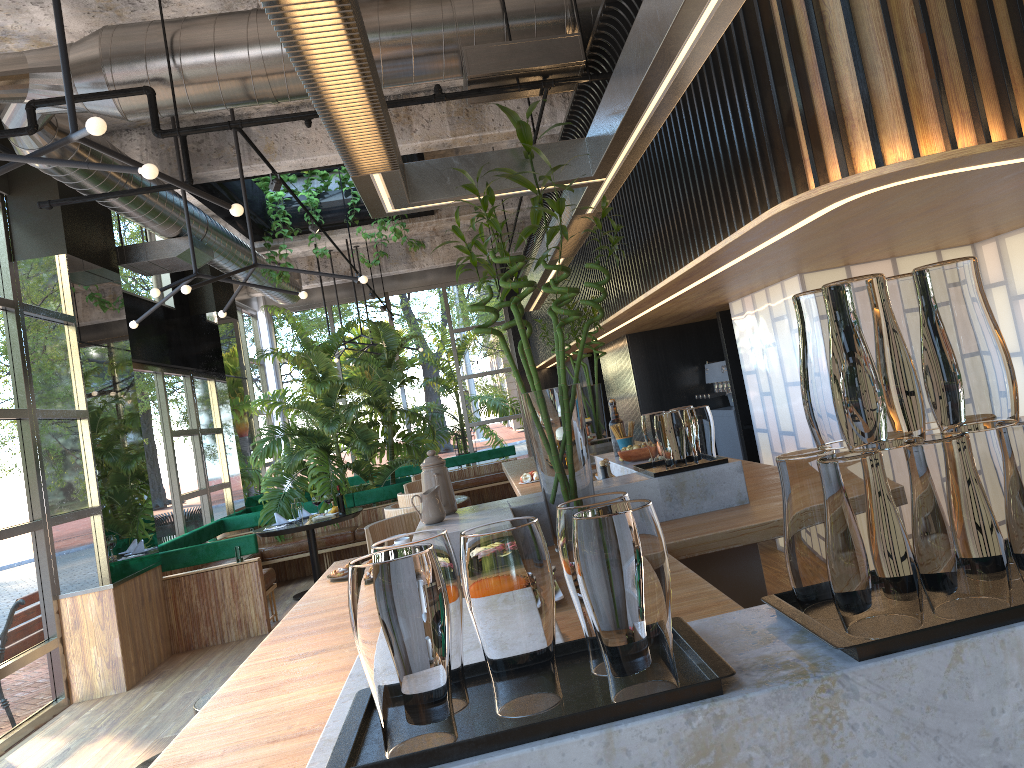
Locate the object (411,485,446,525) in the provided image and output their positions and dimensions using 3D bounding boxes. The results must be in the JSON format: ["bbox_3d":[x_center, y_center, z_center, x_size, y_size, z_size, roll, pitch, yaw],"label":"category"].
[{"bbox_3d":[-0.277,0.407,2.974,0.100,0.120,0.087,-10,-3,3],"label":"object"}]

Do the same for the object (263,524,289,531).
[{"bbox_3d":[-2.353,1.432,8.898,0.259,0.019,0.155,-10,-1,-7],"label":"object"}]

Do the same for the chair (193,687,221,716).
[{"bbox_3d":[-0.878,1.451,3.206,0.526,0.699,0.502,-10,-4,-10],"label":"chair"}]

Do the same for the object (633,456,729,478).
[{"bbox_3d":[0.620,0.299,3.308,0.276,0.019,0.430,-10,-1,-5],"label":"object"}]

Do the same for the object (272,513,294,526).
[{"bbox_3d":[-2.364,1.384,9.158,0.242,0.139,0.223,-10,-2,-22],"label":"object"}]

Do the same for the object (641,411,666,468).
[{"bbox_3d":[0.563,0.215,3.424,0.100,0.210,0.111,-13,-5,39],"label":"object"}]

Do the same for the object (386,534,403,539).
[{"bbox_3d":[-0.524,0.637,3.306,0.174,0.073,0.434,-12,-2,31],"label":"object"}]

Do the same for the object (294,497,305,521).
[{"bbox_3d":[-2.175,1.288,9.093,0.096,0.246,0.088,-8,-5,-23],"label":"object"}]

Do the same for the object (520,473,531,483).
[{"bbox_3d":[0.082,0.575,5.454,0.062,0.059,0.072,-10,-3,-15],"label":"object"}]

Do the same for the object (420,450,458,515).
[{"bbox_3d":[-0.275,0.353,3.178,0.124,0.235,0.203,-7,-4,-37],"label":"object"}]

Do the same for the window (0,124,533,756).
[{"bbox_3d":[-1.749,-1.298,5.133,4.195,6.515,20.039,-10,-2,-3],"label":"window"}]

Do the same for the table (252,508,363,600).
[{"bbox_3d":[-2.031,1.769,9.123,1.157,0.753,1.040,-9,-3,-37],"label":"table"}]

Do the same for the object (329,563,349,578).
[{"bbox_3d":[-0.553,0.650,3.160,0.154,0.053,0.161,-12,-2,39],"label":"object"}]

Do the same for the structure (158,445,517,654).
[{"bbox_3d":[-0.216,0.939,5.109,6.111,1.554,19.793,-10,-1,-3],"label":"structure"}]

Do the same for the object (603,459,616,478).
[{"bbox_3d":[0.392,0.402,3.548,0.074,0.211,0.067,-7,-6,-38],"label":"object"}]

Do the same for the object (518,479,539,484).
[{"bbox_3d":[0.123,0.595,5.464,0.116,0.005,0.126,-11,-1,34],"label":"object"}]

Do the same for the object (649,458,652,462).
[{"bbox_3d":[0.618,0.261,3.699,0.085,0.107,0.161,-13,-3,41],"label":"object"}]

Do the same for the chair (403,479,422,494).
[{"bbox_3d":[-0.419,1.146,6.327,0.573,0.972,0.519,-8,-4,-31],"label":"chair"}]

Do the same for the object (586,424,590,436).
[{"bbox_3d":[0.494,0.343,6.424,0.085,0.107,0.161,-13,-3,41],"label":"object"}]

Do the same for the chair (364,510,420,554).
[{"bbox_3d":[-0.313,1.076,4.027,0.518,0.972,0.575,-14,-5,41],"label":"chair"}]

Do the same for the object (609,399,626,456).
[{"bbox_3d":[0.511,0.209,4.318,0.071,0.277,0.078,-13,-5,30],"label":"object"}]

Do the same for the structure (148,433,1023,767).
[{"bbox_3d":[2.176,0.387,4.610,5.930,1.736,7.009,-10,-1,-5],"label":"structure"}]

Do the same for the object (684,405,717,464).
[{"bbox_3d":[0.684,0.188,3.204,0.100,0.210,0.111,-13,-5,39],"label":"object"}]

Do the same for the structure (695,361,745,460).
[{"bbox_3d":[2.221,0.531,8.679,0.557,1.599,0.825,-10,-4,-5],"label":"structure"}]

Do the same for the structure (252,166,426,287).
[{"bbox_3d":[-1.924,-2.005,10.422,2.093,1.521,1.461,-11,-3,23],"label":"structure"}]

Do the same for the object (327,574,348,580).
[{"bbox_3d":[-0.554,0.670,3.165,0.196,0.013,0.215,-11,-1,30],"label":"object"}]

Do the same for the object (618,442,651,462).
[{"bbox_3d":[0.552,0.295,3.894,0.190,0.073,0.230,-11,-2,15],"label":"object"}]

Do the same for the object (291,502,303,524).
[{"bbox_3d":[-2.157,1.299,8.927,0.101,0.210,0.110,-12,-5,29],"label":"object"}]

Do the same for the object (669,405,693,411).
[{"bbox_3d":[0.676,0.195,3.449,0.100,0.210,0.111,-13,-5,39],"label":"object"}]

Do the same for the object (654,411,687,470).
[{"bbox_3d":[0.576,0.208,3.199,0.100,0.210,0.111,-13,-5,39],"label":"object"}]

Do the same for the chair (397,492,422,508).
[{"bbox_3d":[-0.368,1.121,5.591,0.531,0.972,0.561,-11,-4,18],"label":"chair"}]

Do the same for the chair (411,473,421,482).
[{"bbox_3d":[-0.454,1.170,7.125,0.545,0.972,0.548,-11,-4,4],"label":"chair"}]

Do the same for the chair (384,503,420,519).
[{"bbox_3d":[-0.335,1.097,4.788,0.576,0.972,0.517,-6,-5,-45],"label":"chair"}]

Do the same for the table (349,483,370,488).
[{"bbox_3d":[-2.209,1.886,13.010,1.148,0.753,1.049,-9,-3,-26],"label":"table"}]

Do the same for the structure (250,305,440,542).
[{"bbox_3d":[-2.200,0.544,11.559,2.520,3.447,2.565,-9,-4,-21],"label":"structure"}]

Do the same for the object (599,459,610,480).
[{"bbox_3d":[0.385,0.399,3.475,0.068,0.215,0.168,-12,-4,21],"label":"object"}]

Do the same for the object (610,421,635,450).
[{"bbox_3d":[0.524,0.261,4.148,0.103,0.162,0.107,-12,-4,29],"label":"object"}]

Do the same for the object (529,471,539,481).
[{"bbox_3d":[0.133,0.566,5.476,0.073,0.060,0.124,-8,-3,-36],"label":"object"}]

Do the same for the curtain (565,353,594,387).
[{"bbox_3d":[1.114,0.603,13.424,0.123,2.065,3.222,-10,-2,-3],"label":"curtain"}]

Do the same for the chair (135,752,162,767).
[{"bbox_3d":[-0.848,1.432,2.568,0.530,0.699,0.498,-9,-4,-15],"label":"chair"}]

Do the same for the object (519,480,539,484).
[{"bbox_3d":[0.124,0.597,5.468,0.166,0.005,0.168,-11,-1,6],"label":"object"}]

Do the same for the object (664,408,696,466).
[{"bbox_3d":[0.630,0.200,3.315,0.101,0.210,0.110,-12,-5,29],"label":"object"}]
